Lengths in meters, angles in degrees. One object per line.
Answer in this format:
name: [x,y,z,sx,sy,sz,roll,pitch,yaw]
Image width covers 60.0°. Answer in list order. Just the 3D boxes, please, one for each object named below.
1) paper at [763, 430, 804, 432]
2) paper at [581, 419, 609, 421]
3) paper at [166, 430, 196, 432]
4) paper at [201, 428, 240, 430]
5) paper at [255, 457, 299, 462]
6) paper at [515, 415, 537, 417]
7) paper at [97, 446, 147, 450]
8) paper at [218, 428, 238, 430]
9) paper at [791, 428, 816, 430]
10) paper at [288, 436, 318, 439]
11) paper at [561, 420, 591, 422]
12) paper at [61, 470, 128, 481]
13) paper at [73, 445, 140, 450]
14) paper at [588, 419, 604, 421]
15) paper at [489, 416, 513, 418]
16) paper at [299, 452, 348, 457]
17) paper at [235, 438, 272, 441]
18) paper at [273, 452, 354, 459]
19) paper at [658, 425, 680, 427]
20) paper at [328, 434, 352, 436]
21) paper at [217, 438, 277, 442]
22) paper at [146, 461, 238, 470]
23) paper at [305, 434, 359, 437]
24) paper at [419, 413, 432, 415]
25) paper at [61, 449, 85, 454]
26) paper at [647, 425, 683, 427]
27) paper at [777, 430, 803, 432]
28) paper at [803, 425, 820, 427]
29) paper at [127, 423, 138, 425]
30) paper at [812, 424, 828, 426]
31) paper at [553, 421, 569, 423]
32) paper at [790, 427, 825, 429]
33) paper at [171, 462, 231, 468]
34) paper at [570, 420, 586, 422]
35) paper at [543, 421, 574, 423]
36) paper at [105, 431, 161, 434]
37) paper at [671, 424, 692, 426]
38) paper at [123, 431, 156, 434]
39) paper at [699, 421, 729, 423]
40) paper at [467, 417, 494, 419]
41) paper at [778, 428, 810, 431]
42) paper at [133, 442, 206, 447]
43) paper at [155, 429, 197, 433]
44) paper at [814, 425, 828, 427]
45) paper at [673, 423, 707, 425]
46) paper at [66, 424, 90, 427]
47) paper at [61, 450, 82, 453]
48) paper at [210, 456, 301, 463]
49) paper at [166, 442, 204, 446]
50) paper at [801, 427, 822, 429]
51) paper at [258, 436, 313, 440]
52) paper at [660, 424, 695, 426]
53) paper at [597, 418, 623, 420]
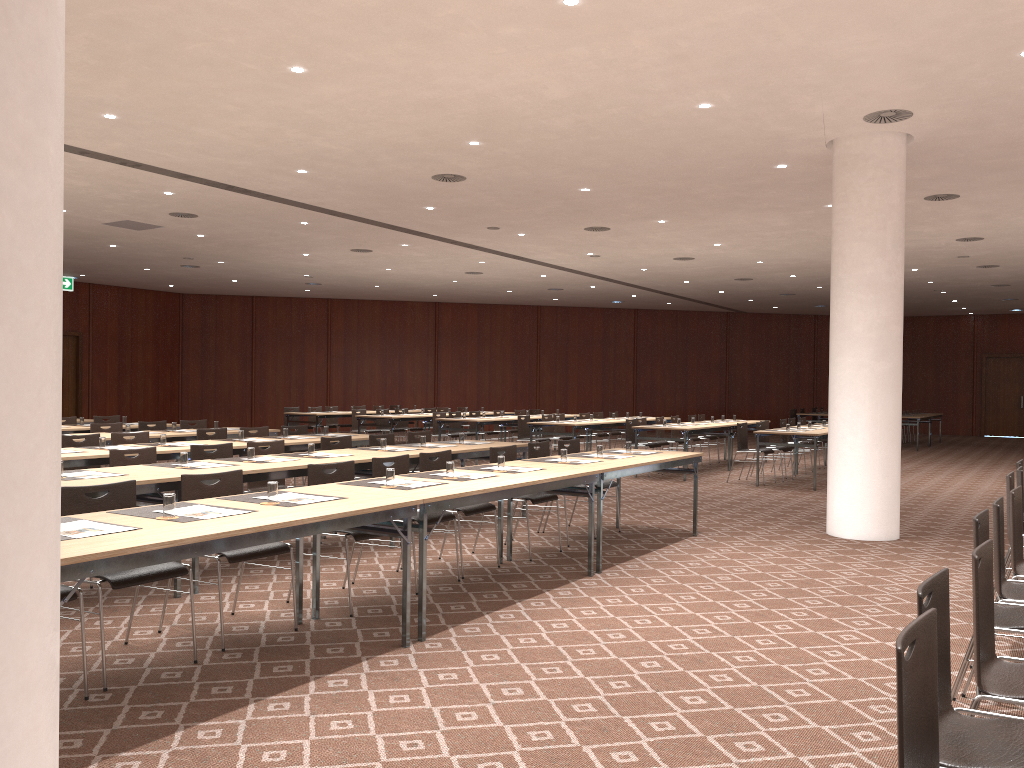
paper: [4.181,0.721,13.629,0.565,0.003,0.460,1,0,32]
paper: [1.506,0.688,16.844,0.565,0.003,0.460,1,0,34]
paper: [-4.212,0.602,11.444,0.398,0.006,0.283,1,0,30]
paper: [-3.935,0.610,11.994,0.565,0.003,0.460,1,0,33]
paper: [-2.021,0.628,7.403,0.398,0.006,0.283,1,0,31]
paper: [0.331,0.673,18.713,0.565,0.003,0.460,1,0,32]
paper: [-3.733,0.606,8.467,0.398,0.006,0.283,1,0,30]
paper: [-3.848,0.608,12.019,0.398,0.006,0.283,1,0,33]
paper: [4.612,0.723,14.153,0.398,0.006,0.283,1,0,34]
paper: [-2.512,0.624,10.374,0.398,0.006,0.283,1,0,34]
paper: [1.131,0.682,16.296,0.565,0.003,0.460,1,0,33]
paper: [-2.985,0.618,6.031,0.565,0.003,0.460,1,0,31]
paper: [-3.808,0.609,8.484,0.565,0.003,0.460,1,0,31]
paper: [1.565,0.684,16.822,0.398,0.006,0.283,1,0,31]
paper: [-0.204,0.665,17.903,0.565,0.003,0.460,1,0,32]
paper: [-1.671,0.634,7.946,0.398,0.006,0.283,1,0,33]
paper: [-2.854,0.619,9.826,0.398,0.006,0.283,1,0,32]
paper: [-1.775,0.636,7.916,0.565,0.003,0.460,1,0,31]
paper: [2.575,0.696,14.669,0.398,0.006,0.283,1,0,32]
paper: [-2.181,0.629,10.926,0.398,0.006,0.283,1,0,32]
paper: [-2.954,0.622,9.809,0.565,0.003,0.460,1,0,33]
paper: [-2.472,0.626,6.847,0.565,0.003,0.460,1,0,31]
paper: [-2.260,0.632,10.942,0.565,0.003,0.460,1,0,31]
paper: [-1.885,0.644,18.956,0.565,0.003,0.460,1,0,35]
paper: [-4.149,0.604,7.905,0.565,0.003,0.460,1,0,34]
paper: [2.477,0.699,14.662,0.565,0.003,0.460,1,0,32]
paper: [4.273,0.718,13.615,0.398,0.006,0.283,1,0,31]
paper: [5.369,0.738,15.518,0.565,0.003,0.460,1,0,33]
paper: [-5.538,0.586,13.064,0.398,0.006,0.283,1,0,33]
paper: [5.714,0.743,16.080,0.565,0.003,0.460,1,0,30]
paper: [0.859,0.674,15.744,0.398,0.006,0.283,1,0,31]
paper: [4.870,0.731,14.696,0.565,0.003,0.460,1,0,29]
paper: [-2.387,0.623,6.833,0.398,0.006,0.283,1,0,35]
paper: [1.214,0.679,16.305,0.398,0.006,0.283,1,0,31]
paper: [0.783,0.677,15.744,0.565,0.003,0.460,1,0,32]
paper: [-4.625,0.600,10.914,0.565,0.003,0.460,1,0,32]
paper: [2.920,0.701,15.225,0.398,0.006,0.283,1,0,32]
paper: [-4.539,0.597,10.903,0.398,0.006,0.283,1,0,29]
paper: [3.704,0.717,16.594,0.565,0.003,0.460,1,0,33]
paper: [-0.536,0.661,17.352,0.565,0.003,0.460,1,0,29]
paper: [4.524,0.726,14.178,0.565,0.003,0.460,1,0,34]
paper: [-3.453,0.614,8.984,0.565,0.003,0.460,1,0,31]
paper: [-4.281,0.605,11.430,0.565,0.003,0.460,1,0,30]
paper: [5.470,0.736,15.521,0.398,0.006,0.283,1,0,34]
paper: [3.200,0.709,15.781,0.565,0.003,0.460,1,0,33]
paper: [-5.953,0.584,12.508,0.565,0.003,0.460,1,0,31]
paper: [-4.083,0.601,7.930,0.398,0.006,0.283,1,0,32]
paper: [-2.137,0.631,7.404,0.565,0.003,0.460,1,0,29]
paper: [-3.362,0.612,9.026,0.398,0.006,0.283,1,0,35]
paper: [4.947,0.728,14.730,0.398,0.006,0.283,1,0,31]
paper: [-2.599,0.627,10.363,0.565,0.003,0.460,1,0,34]
paper: [2.833,0.704,15.209,0.565,0.003,0.460,1,0,32]
paper: [1.983,0.695,17.652,0.565,0.003,0.460,1,0,31]
